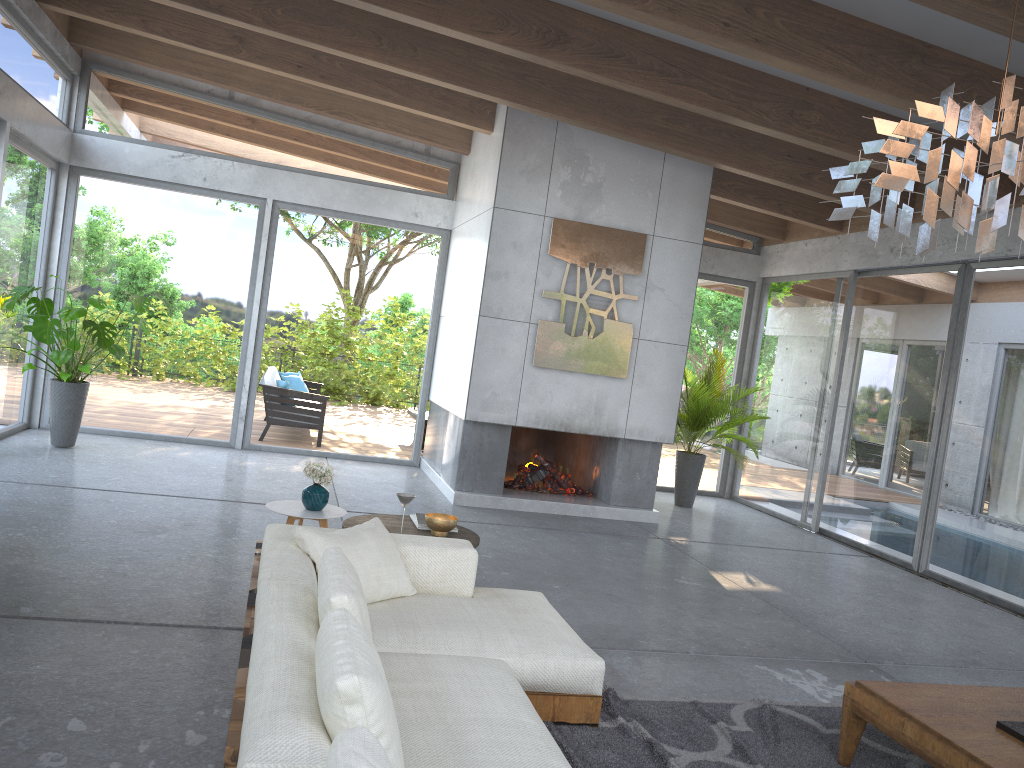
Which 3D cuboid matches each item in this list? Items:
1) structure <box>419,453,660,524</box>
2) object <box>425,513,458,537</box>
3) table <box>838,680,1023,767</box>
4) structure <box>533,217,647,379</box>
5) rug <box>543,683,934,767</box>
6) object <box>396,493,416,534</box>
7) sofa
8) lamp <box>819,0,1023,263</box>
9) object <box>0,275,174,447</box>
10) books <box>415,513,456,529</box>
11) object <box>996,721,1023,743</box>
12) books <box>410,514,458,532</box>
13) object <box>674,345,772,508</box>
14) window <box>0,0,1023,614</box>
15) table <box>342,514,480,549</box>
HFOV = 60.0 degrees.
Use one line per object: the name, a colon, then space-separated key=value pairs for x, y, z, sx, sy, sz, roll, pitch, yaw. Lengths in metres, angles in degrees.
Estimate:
structure: x=0.208 y=0.845 z=9.265 sx=2.012 sy=0.595 sz=2.203 roll=7 pitch=2 yaw=-14
object: x=-0.374 y=0.741 z=4.639 sx=0.173 sy=0.097 sz=0.173 roll=6 pitch=3 yaw=-35
table: x=1.933 y=1.436 z=3.106 sx=1.048 sy=0.352 sz=1.112 roll=7 pitch=2 yaw=-14
structure: x=0.715 y=-0.772 z=8.113 sx=0.919 sy=1.351 sz=0.041 roll=7 pitch=2 yaw=-14
rug: x=1.359 y=1.506 z=3.027 sx=3.186 sy=0.056 sz=2.187 roll=7 pitch=2 yaw=-14
object: x=-0.549 y=0.664 z=4.475 sx=0.099 sy=0.212 sz=0.099 roll=9 pitch=2 yaw=16
sofa: x=0.198 y=1.085 z=2.553 sx=1.965 sy=0.777 sz=3.733 roll=7 pitch=2 yaw=-14
lamp: x=1.351 y=-1.076 z=2.674 sx=0.862 sy=1.400 sz=0.636 roll=9 pitch=3 yaw=32
object: x=-4.102 y=-0.213 z=8.224 sx=1.416 sy=1.540 sz=1.731 roll=8 pitch=2 yaw=5
books: x=-0.422 y=0.753 z=4.874 sx=0.205 sy=0.012 sz=0.290 roll=8 pitch=2 yaw=-9
object: x=1.962 y=1.001 z=3.106 sx=0.346 sy=0.518 sz=0.379 roll=7 pitch=2 yaw=-14
books: x=-0.432 y=0.765 z=4.875 sx=0.220 sy=0.015 sz=0.303 roll=7 pitch=2 yaw=-15
object: x=2.031 y=0.449 z=9.791 sx=1.484 sy=1.819 sz=1.798 roll=8 pitch=2 yaw=-7
window: x=2.136 y=-0.232 z=2.739 sx=14.294 sy=3.764 sz=23.280 roll=7 pitch=2 yaw=-14
table: x=-0.557 y=0.986 z=4.680 sx=0.725 sy=0.441 sz=0.725 roll=10 pitch=3 yaw=37
